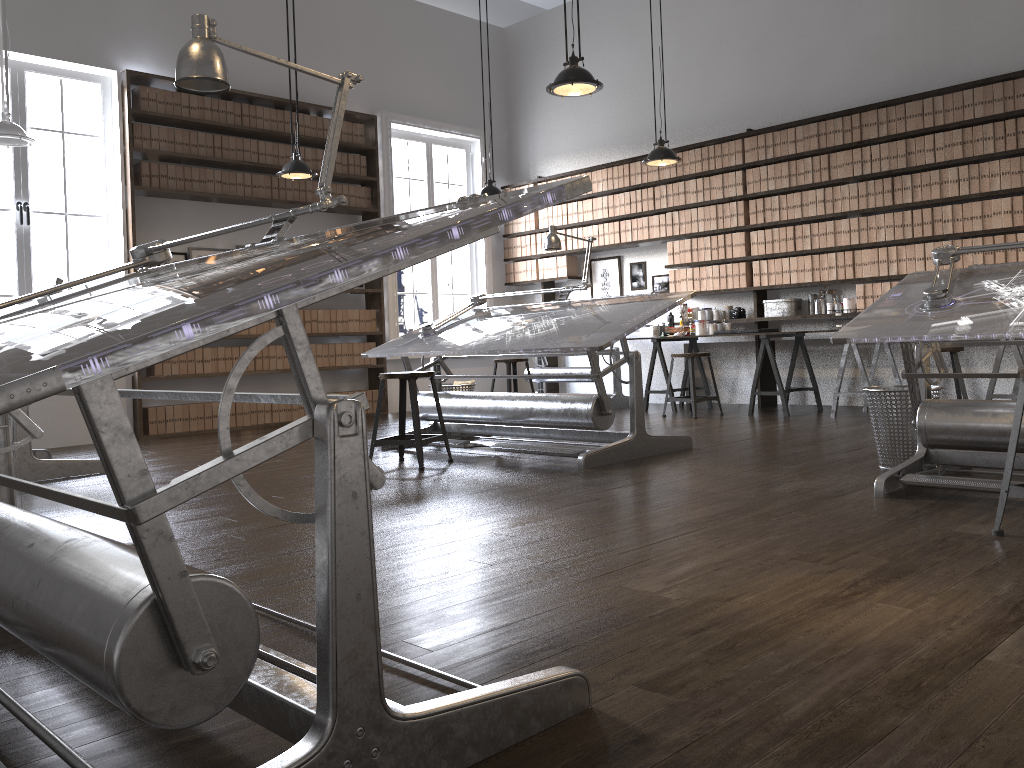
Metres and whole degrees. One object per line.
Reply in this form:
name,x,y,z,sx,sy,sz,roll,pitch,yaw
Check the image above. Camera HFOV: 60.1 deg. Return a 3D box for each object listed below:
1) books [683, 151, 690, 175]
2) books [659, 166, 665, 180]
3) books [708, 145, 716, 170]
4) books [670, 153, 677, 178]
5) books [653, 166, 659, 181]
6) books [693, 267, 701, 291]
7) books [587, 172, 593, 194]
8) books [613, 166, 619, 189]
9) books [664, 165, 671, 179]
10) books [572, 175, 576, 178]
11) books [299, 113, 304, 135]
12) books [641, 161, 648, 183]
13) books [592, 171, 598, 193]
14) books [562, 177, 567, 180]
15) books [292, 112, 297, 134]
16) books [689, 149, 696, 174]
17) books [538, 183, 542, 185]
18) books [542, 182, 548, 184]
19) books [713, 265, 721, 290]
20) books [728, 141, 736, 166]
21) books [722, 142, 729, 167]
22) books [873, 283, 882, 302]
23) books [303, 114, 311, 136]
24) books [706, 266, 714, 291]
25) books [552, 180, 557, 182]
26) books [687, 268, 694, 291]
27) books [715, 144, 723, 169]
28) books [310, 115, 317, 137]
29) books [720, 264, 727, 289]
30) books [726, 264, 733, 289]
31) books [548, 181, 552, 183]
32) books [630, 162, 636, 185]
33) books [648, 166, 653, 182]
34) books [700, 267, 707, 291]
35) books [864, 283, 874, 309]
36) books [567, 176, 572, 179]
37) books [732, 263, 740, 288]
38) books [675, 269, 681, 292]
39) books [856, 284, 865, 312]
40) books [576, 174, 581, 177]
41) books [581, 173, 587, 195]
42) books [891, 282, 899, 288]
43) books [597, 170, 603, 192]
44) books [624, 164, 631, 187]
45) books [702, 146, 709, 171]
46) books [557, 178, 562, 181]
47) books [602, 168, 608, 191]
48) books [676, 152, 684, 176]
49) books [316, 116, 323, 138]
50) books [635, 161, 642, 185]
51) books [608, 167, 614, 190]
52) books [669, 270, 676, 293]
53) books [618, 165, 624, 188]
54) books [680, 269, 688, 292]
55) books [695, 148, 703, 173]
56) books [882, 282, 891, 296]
books,1.688,-2.068,8.337,0.174,0.226,0.066,-3,0,-44
books,1.494,-2.069,8.531,0.175,0.225,0.066,-3,0,-44
books,1.881,-2.066,8.136,0.175,0.225,0.066,-3,0,-44
books,1.586,-2.068,8.432,0.175,0.226,0.067,-3,0,-44
books,1.444,-2.068,8.576,0.175,0.226,0.067,-3,0,-44
books,1.777,-0.975,8.280,0.175,0.226,0.066,-3,0,-44
books,0.857,-2.072,9.180,0.175,0.226,0.066,-3,0,-44
books,1.100,-2.071,8.932,0.175,0.225,0.066,-3,0,-44
books,1.537,-2.068,8.485,0.175,0.225,0.066,-3,0,-44
books,0.713,-2.073,9.326,0.175,0.225,0.066,-3,0,-44
books,-2.053,-2.444,8.418,0.067,0.226,0.174,-2,0,-44
books,1.351,-2.069,8.679,0.174,0.226,0.066,-3,0,-44
books,0.908,-2.072,9.132,0.174,0.226,0.066,-3,0,-44
books,0.620,-2.074,9.423,0.175,0.226,0.066,-3,0,-44
books,-2.104,-2.440,8.367,0.067,0.226,0.174,-2,0,-45
books,1.734,-2.067,8.284,0.174,0.226,0.066,-3,0,-44
books,0.367,-2.075,9.682,0.175,0.225,0.066,-3,0,-44
books,0.415,-2.074,9.625,0.175,0.226,0.067,-3,0,-44
books,1.921,-0.973,8.125,0.175,0.226,0.066,-3,0,-44
books,2.030,-2.065,7.983,0.174,0.226,0.066,-3,0,-44
books,1.984,-2.066,8.036,0.174,0.226,0.066,-3,0,-44
books,2.963,-0.694,7.083,0.174,0.226,0.066,-3,0,-44
books,-2.004,-2.449,8.471,0.067,0.226,0.174,-2,0,-44
books,1.873,-0.974,8.179,0.174,0.226,0.066,-3,0,-44
books,0.518,-2.074,9.521,0.174,0.226,0.066,-3,0,-44
books,1.725,-0.975,8.328,0.175,0.226,0.067,-3,0,-44
books,1.934,-2.066,8.084,0.175,0.226,0.066,-3,0,-44
books,-1.957,-2.453,8.523,0.067,0.226,0.174,-2,0,-45
books,1.972,-0.973,8.074,0.175,0.226,0.067,-3,0,-44
books,2.019,-0.973,8.032,0.175,0.225,0.066,-3,0,-44
books,0.471,-2.074,9.575,0.175,0.226,0.066,-3,0,-44
books,1.252,-2.070,8.780,0.175,0.226,0.066,-3,0,-44
books,1.401,-2.069,8.628,0.175,0.226,0.066,-3,0,-44
books,1.827,-0.974,8.232,0.174,0.226,0.066,-3,0,-44
books,2.913,-0.694,7.134,0.175,0.226,0.066,-3,0,-44
books,0.663,-2.073,9.371,0.175,0.226,0.067,-3,0,-44
books,2.067,-0.973,7.987,0.175,0.225,0.066,-3,0,-44
books,1.632,-0.975,8.427,0.175,0.225,0.066,-3,0,-44
books,2.862,-0.694,7.177,0.175,0.226,0.067,-3,0,-44
books,0.756,-2.073,9.281,0.175,0.225,0.066,-3,0,-44
books,0.805,-2.072,9.228,0.175,0.226,0.067,-3,0,-44
books,3.062,-0.694,6.982,0.175,0.226,0.066,-3,0,-44
books,0.954,-2.071,9.079,0.174,0.226,0.066,-3,0,-44
books,1.195,-2.070,8.830,0.175,0.226,0.067,-3,0,-44
books,1.833,-2.066,8.179,0.175,0.226,0.067,-3,0,-44
books,0.570,-2.074,9.474,0.174,0.226,0.066,-3,0,-44
books,1.002,-2.071,9.025,0.175,0.226,0.066,-3,0,-44
books,1.638,-2.068,8.385,0.175,0.226,0.066,-3,0,-44
books,-1.906,-2.457,8.570,0.067,0.226,0.174,-2,0,-45
books,1.298,-2.069,8.726,0.174,0.226,0.066,-3,0,-44
books,1.053,-2.071,8.973,0.175,0.226,0.067,-3,0,-44
books,1.582,-0.975,8.471,0.175,0.226,0.067,-3,0,-44
books,1.148,-2.070,8.887,0.175,0.225,0.066,-3,0,-44
books,1.675,-0.975,8.381,0.175,0.225,0.066,-3,0,-44
books,1.783,-2.067,8.230,0.175,0.226,0.066,-3,0,-44
books,3.009,-0.694,7.030,0.174,0.226,0.066,-3,0,-44
